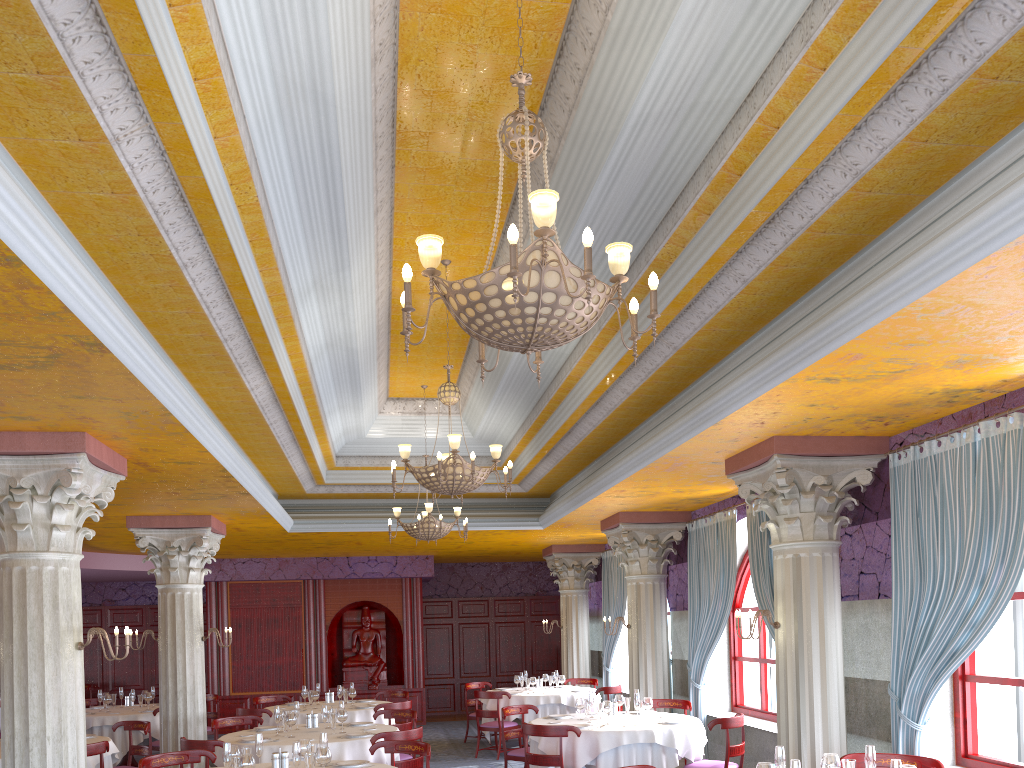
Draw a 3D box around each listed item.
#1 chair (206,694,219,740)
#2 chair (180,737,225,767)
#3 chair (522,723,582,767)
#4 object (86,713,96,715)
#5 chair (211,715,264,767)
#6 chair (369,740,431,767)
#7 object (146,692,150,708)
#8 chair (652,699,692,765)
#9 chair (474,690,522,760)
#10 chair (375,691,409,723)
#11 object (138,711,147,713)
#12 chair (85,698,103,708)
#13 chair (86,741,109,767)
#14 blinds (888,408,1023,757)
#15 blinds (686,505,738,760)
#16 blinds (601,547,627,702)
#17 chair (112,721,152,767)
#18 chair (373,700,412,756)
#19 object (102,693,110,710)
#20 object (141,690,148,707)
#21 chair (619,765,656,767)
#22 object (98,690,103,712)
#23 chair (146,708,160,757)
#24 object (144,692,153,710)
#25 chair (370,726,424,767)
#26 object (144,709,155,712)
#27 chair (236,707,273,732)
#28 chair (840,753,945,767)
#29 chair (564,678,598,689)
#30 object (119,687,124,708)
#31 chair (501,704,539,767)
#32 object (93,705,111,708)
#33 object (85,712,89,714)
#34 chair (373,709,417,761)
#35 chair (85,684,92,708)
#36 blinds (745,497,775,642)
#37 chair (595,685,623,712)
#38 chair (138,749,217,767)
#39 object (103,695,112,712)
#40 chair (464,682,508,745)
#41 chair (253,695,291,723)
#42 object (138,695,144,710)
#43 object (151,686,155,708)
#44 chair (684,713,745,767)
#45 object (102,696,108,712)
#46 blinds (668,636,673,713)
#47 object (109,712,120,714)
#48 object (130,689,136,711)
[{"bbox_3d":[-5.255,5.757,14.329,0.757,1.076,0.652,-6,-6,36],"label":"chair"},{"bbox_3d":[-2.976,4.093,8.639,0.757,1.076,0.652,-6,-6,36],"label":"chair"},{"bbox_3d":[0.481,4.103,9.025,0.757,1.076,0.652,-6,-6,36],"label":"chair"},{"bbox_3d":[-6.257,4.869,12.632,0.055,0.019,0.261,-13,-19,38],"label":"object"},{"bbox_3d":[-3.235,4.582,10.352,0.653,1.075,0.756,-5,-7,36],"label":"chair"},{"bbox_3d":[-1.065,3.742,7.586,0.757,1.076,0.652,-6,-6,36],"label":"chair"},{"bbox_3d":[-5.798,5.034,13.648,0.086,0.234,0.086,-4,-3,39],"label":"object"},{"bbox_3d":[1.934,4.616,10.998,0.757,1.076,0.652,-6,-6,36],"label":"chair"},{"bbox_3d":[-0.236,5.453,13.756,0.757,1.076,0.652,-6,-6,36],"label":"chair"},{"bbox_3d":[-2.020,5.542,13.893,0.757,1.076,0.652,-6,-6,36],"label":"chair"},{"bbox_3d":[-5.502,4.888,12.761,0.236,0.013,0.028,-13,-17,36],"label":"object"},{"bbox_3d":[-6.967,5.732,14.068,0.653,1.075,0.756,-5,-7,36],"label":"chair"},{"bbox_3d":[-4.357,4.065,8.400,0.653,1.075,0.756,-5,-7,36],"label":"chair"},{"bbox_3d":[3.336,2.084,6.463,0.244,3.472,1.736,-2,-4,-8],"label":"blinds"},{"bbox_3d":[2.616,3.441,11.216,0.244,3.472,1.736,-2,-4,-8],"label":"blinds"},{"bbox_3d":[1.912,4.766,15.862,0.244,3.472,1.736,-2,-4,-8],"label":"blinds"},{"bbox_3d":[-4.616,4.553,10.112,0.757,1.076,0.652,-6,-6,36],"label":"chair"},{"bbox_3d":[-1.760,5.053,12.180,0.653,1.075,0.756,-5,-7,36],"label":"chair"},{"bbox_3d":[-6.380,4.987,13.466,0.122,0.260,0.124,-2,-4,5],"label":"object"},{"bbox_3d":[-5.881,5.047,13.730,0.122,0.260,0.124,-2,-4,5],"label":"object"},{"bbox_3d":[0.964,3.192,5.835,0.653,1.075,0.756,-5,-7,36],"label":"chair"},{"bbox_3d":[-6.309,4.852,13.120,0.074,0.331,0.074,-2,-2,27],"label":"object"},{"bbox_3d":[-4.995,5.268,12.616,0.653,1.075,0.756,-5,-7,36],"label":"chair"},{"bbox_3d":[-5.617,4.899,13.231,0.122,0.260,0.124,-1,-4,-18],"label":"object"},{"bbox_3d":[-1.264,4.117,8.900,0.653,1.075,0.756,-5,-7,36],"label":"chair"},{"bbox_3d":[-5.376,4.916,12.896,0.313,0.024,0.325,1,-16,-9],"label":"object"},{"bbox_3d":[-3.473,5.029,11.920,0.757,1.076,0.652,-6,-6,36],"label":"chair"},{"bbox_3d":[2.676,3.217,6.095,0.757,1.076,0.652,-6,-6,36],"label":"chair"},{"bbox_3d":[1.217,5.966,15.729,0.757,1.076,0.652,-6,-6,36],"label":"chair"},{"bbox_3d":[-6.229,5.001,13.658,0.074,0.331,0.074,-2,-2,27],"label":"object"},{"bbox_3d":[0.222,4.592,10.738,0.653,1.075,0.756,-5,-7,36],"label":"chair"},{"bbox_3d":[-6.615,5.205,13.799,0.313,0.024,0.325,1,-16,-9],"label":"object"},{"bbox_3d":[-6.447,4.899,12.728,0.313,0.024,0.325,1,-16,-9],"label":"object"},{"bbox_3d":[-1.523,4.606,10.612,0.757,1.076,0.652,-6,-6,36],"label":"chair"},{"bbox_3d":[-9.497,7.078,18.602,0.757,1.076,0.652,-6,-6,36],"label":"chair"},{"bbox_3d":[2.917,2.874,9.230,0.244,3.472,1.736,-1,-4,-10],"label":"blinds"},{"bbox_3d":[1.477,5.477,14.016,0.653,1.075,0.756,-5,-7,36],"label":"chair"},{"bbox_3d":[-2.777,3.718,7.326,0.653,1.075,0.756,-5,-7,36],"label":"chair"},{"bbox_3d":[-6.116,4.839,12.967,0.122,0.260,0.124,-2,-4,5],"label":"object"},{"bbox_3d":[-0.495,5.942,15.469,0.653,1.075,0.756,-5,-7,36],"label":"chair"},{"bbox_3d":[-3.732,5.518,13.633,0.653,1.075,0.756,-5,-7,36],"label":"chair"},{"bbox_3d":[-5.699,4.891,13.148,0.086,0.234,0.086,-2,-3,16],"label":"object"},{"bbox_3d":[-5.691,4.963,13.578,0.074,0.331,0.074,-2,-2,27],"label":"object"},{"bbox_3d":[2.193,4.127,9.285,0.653,1.075,0.756,-5,-7,36],"label":"chair"},{"bbox_3d":[-6.199,4.878,13.049,0.086,0.234,0.087,0,-3,-29],"label":"object"},{"bbox_3d":[2.213,4.199,13.876,0.244,3.472,1.736,-1,-4,-10],"label":"blinds"},{"bbox_3d":[-5.888,4.883,12.698,0.160,0.009,0.163,11,-20,-37],"label":"object"},{"bbox_3d":[-5.771,4.814,13.040,0.074,0.331,0.074,-2,-2,27],"label":"object"}]
